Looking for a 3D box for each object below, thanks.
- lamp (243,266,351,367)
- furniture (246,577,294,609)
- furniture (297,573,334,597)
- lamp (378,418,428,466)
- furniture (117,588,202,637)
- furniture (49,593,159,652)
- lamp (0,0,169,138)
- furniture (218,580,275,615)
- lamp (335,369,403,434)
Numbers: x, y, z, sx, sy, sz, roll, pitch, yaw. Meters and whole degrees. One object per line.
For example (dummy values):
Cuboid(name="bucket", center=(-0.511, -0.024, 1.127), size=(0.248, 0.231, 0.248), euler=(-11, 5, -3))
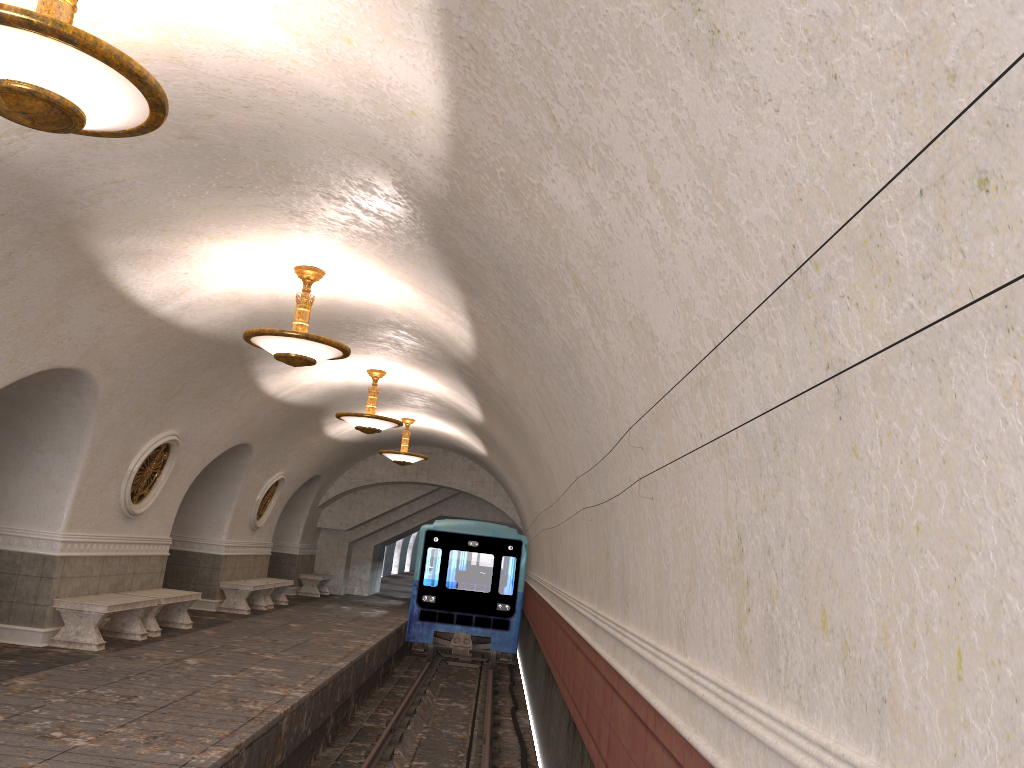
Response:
Cuboid(name="lamp", center=(-2.009, -0.626, 8.480), size=(1.008, 0.955, 1.008), euler=(3, -11, 16))
Cuboid(name="furniture", center=(-4.929, 4.233, 17.993), size=(0.613, 0.508, 1.509), euler=(6, -11, 0))
Cuboid(name="furniture", center=(-5.004, 5.101, 22.531), size=(0.613, 0.508, 1.509), euler=(6, -11, 0))
Cuboid(name="lamp", center=(-2.164, 1.187, 17.965), size=(1.008, 0.955, 1.008), euler=(17, -15, -43))
Cuboid(name="furniture", center=(-4.834, 3.113, 12.138), size=(0.613, 0.508, 1.509), euler=(6, -11, 0))
Cuboid(name="furniture", center=(-4.807, 2.798, 10.486), size=(0.613, 0.508, 1.509), euler=(6, -11, 0))
Cuboid(name="lamp", center=(-1.932, -1.533, 3.737), size=(1.008, 0.955, 1.008), euler=(10, -11, -15))
Cuboid(name="furniture", center=(-4.902, 3.917, 16.342), size=(0.613, 0.508, 1.509), euler=(6, -11, 0))
Cuboid(name="lamp", center=(-2.087, 0.280, 13.222), size=(1.008, 0.955, 1.008), euler=(3, -11, 16))
